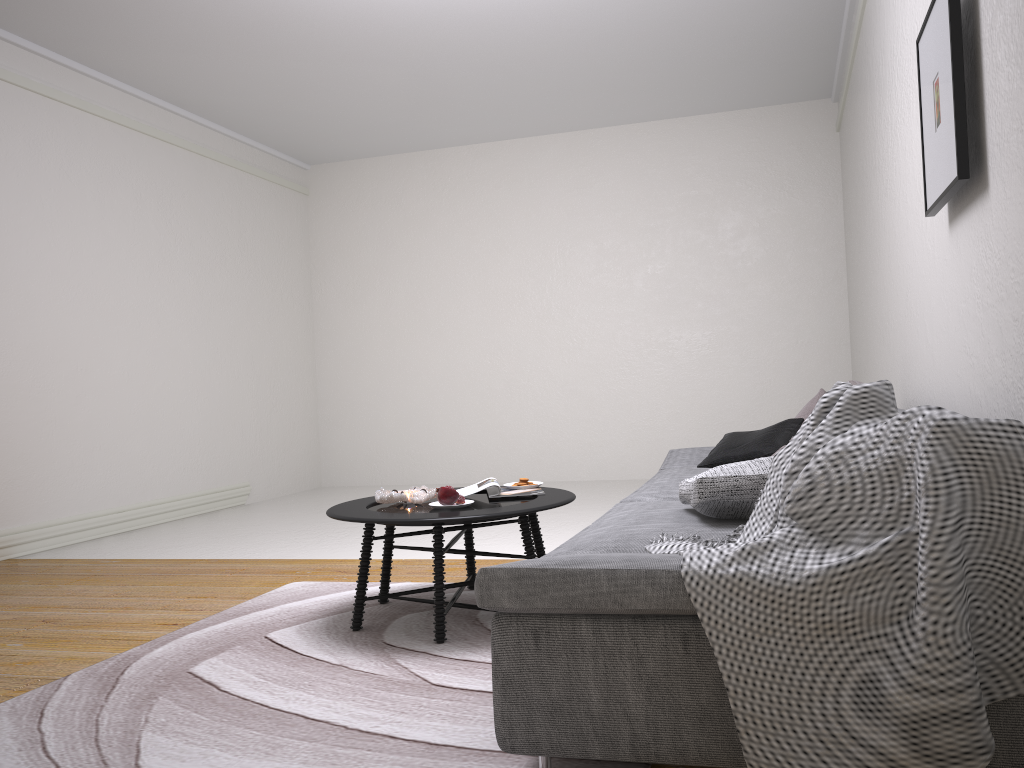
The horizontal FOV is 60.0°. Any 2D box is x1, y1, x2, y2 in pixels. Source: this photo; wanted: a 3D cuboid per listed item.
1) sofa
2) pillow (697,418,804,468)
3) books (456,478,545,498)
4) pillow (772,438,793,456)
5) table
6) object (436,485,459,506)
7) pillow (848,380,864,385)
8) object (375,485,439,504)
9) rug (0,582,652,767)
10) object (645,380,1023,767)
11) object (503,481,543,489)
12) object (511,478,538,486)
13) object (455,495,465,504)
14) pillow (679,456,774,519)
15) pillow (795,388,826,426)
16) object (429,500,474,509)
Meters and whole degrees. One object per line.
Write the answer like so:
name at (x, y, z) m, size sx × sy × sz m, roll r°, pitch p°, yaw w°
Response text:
sofa at (0.895, 0.459, 3.113) m, size 1.091 × 0.772 × 3.089 m, roll -3°, pitch 0°, yaw 17°
pillow at (1.095, 0.302, 4.031) m, size 0.413 × 0.268 × 0.409 m, roll -3°, pitch 0°, yaw 37°
books at (-0.067, 0.415, 3.567) m, size 0.374 × 0.048 × 0.304 m, roll -3°, pitch 0°, yaw -5°
pillow at (1.238, 0.236, 3.795) m, size 0.334 × 0.318 × 0.427 m, roll -3°, pitch 0°, yaw 16°
table at (-0.216, 0.670, 3.392) m, size 0.935 × 0.449 × 0.952 m, roll -3°, pitch 0°, yaw 14°
object at (-0.232, 0.411, 3.261) m, size 0.090 × 0.082 × 0.108 m, roll -3°, pitch 0°, yaw -39°
pillow at (0.752, 0.190, 2.086) m, size 0.239 × 0.390 × 0.431 m, roll -3°, pitch 0°, yaw 17°
object at (-0.404, 0.433, 3.455) m, size 0.249 × 0.062 × 0.258 m, roll -3°, pitch 0°, yaw 24°
rug at (-0.651, 0.893, 2.120) m, size 1.931 × 0.008 × 3.746 m, roll -3°, pitch 0°, yaw 17°
object at (0.596, 0.433, 1.859) m, size 0.627 × 0.866 × 0.873 m, roll -3°, pitch 0°, yaw -18°
object at (0.048, 0.422, 3.684) m, size 0.168 × 0.015 × 0.167 m, roll -3°, pitch 0°, yaw -2°
object at (0.048, 0.410, 3.686) m, size 0.122 × 0.036 × 0.117 m, roll -3°, pitch 0°, yaw -22°
object at (-0.195, 0.431, 3.319) m, size 0.035 × 0.036 × 0.044 m, roll -3°, pitch 0°, yaw 25°
pillow at (0.702, 0.303, 2.589) m, size 0.405 × 0.194 × 0.405 m, roll -3°, pitch 0°, yaw 3°
pillow at (1.356, 0.251, 4.220) m, size 0.345 × 0.448 × 0.488 m, roll -3°, pitch 0°, yaw 37°
object at (-0.223, 0.446, 3.270) m, size 0.170 × 0.015 × 0.165 m, roll -3°, pitch 0°, yaw -28°
